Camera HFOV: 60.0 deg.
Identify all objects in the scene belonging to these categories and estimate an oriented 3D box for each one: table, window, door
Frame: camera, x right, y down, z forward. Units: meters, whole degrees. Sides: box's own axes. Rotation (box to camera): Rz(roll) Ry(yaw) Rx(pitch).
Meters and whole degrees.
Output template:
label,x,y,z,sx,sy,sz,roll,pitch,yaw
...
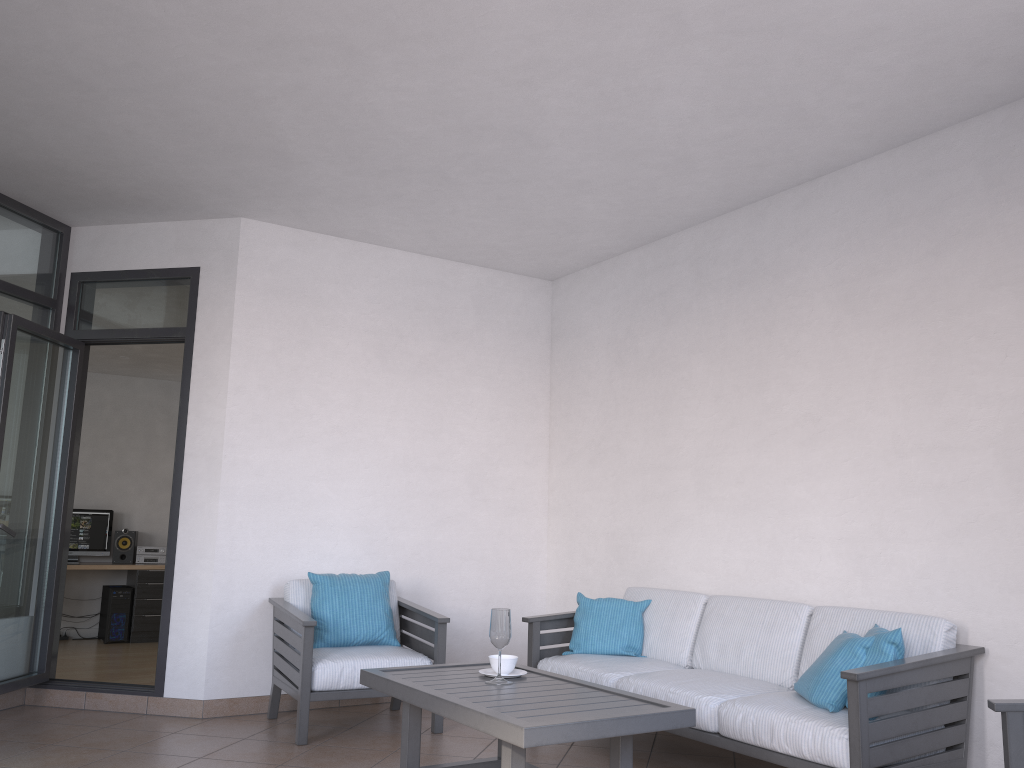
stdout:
label,x,y,z,sx,sy,sz,roll,pitch,yaw
table,-0.008,1.393,3.359,0.710,0.473,1.260,7,-11,-32
window,-3.453,-0.229,3.048,0.170,2.402,5.002,-1,-10,13
door,-2.425,0.478,4.988,0.905,2.500,0.924,-1,-10,13

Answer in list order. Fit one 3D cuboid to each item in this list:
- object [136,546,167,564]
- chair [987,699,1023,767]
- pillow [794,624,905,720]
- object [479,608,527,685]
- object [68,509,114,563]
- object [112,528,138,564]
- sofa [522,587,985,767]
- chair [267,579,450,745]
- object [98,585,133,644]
label,x,y,z,sx,sy,sz,roll,pitch,yaw
object,-3.716,1.767,9.167,0.285,0.174,0.270,4,-10,-17
chair,1.737,1.090,2.175,0.807,0.765,0.797,-1,-10,13
pillow,1.350,1.145,3.576,0.377,0.370,0.543,0,-10,8
object,-0.055,1.064,3.658,0.203,0.284,0.337,-2,-10,18
object,-4.405,1.520,8.882,0.716,0.535,0.190,6,-11,-27
object,-3.965,1.659,9.096,0.198,0.354,0.249,4,-10,-17
sofa,0.969,1.411,4.200,0.807,0.765,2.161,7,-11,-32
chair,-0.875,1.483,4.908,0.797,0.765,0.807,6,-11,-27
object,-3.939,2.283,8.808,0.215,0.527,0.474,7,-11,-32
